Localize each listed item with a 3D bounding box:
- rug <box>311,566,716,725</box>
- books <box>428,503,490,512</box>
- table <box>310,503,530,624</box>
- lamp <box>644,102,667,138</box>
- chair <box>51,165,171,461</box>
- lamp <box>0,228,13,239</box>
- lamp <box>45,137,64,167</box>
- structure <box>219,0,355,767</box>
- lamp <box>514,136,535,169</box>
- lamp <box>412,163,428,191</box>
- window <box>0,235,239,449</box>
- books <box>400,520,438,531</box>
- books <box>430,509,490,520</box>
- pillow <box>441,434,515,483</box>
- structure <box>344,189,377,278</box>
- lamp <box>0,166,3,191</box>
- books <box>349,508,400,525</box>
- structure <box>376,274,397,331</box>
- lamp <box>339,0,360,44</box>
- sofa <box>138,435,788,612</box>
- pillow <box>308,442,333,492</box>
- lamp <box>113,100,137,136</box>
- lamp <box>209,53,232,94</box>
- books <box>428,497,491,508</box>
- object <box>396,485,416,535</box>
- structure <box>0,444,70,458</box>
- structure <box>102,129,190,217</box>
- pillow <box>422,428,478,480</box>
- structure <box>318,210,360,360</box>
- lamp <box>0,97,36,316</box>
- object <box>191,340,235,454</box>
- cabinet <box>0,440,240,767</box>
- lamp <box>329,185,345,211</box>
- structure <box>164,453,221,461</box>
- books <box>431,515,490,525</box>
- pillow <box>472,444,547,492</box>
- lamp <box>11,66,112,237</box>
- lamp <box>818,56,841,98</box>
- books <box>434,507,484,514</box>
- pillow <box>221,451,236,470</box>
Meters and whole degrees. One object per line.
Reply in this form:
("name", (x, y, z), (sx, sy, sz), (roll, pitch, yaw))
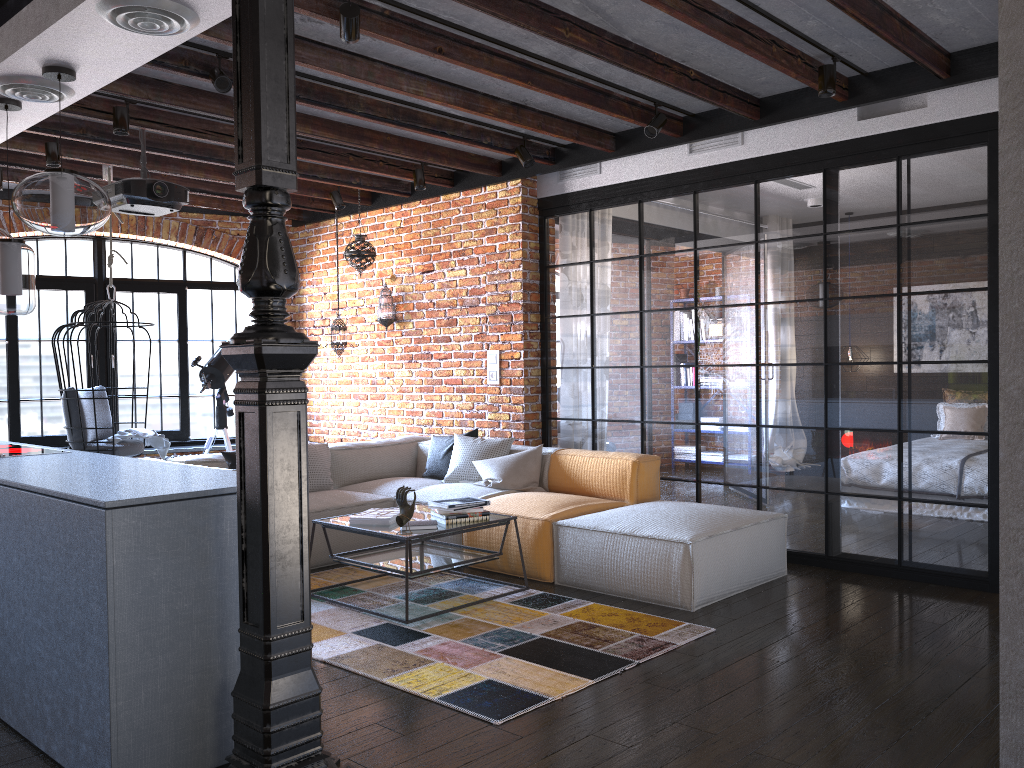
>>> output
("rug", (-0.424, 1.113, 4.260), (2.364, 0.013, 1.431), (0, 1, 43))
("books", (-0.275, 0.631, 4.610), (0.196, 0.014, 0.268), (0, 1, 42))
("table", (-0.506, 0.898, 4.657), (0.848, 0.389, 0.842), (0, 1, 43))
("lamp", (0.829, -1.519, 5.120), (0.082, 0.207, 0.159), (0, 2, 43))
("chair", (-2.970, -0.497, 6.468), (0.682, 2.221, 0.802), (-1, 1, -2))
("lamp", (-2.675, -0.891, 4.386), (0.367, 0.747, 0.367), (-1, 1, 7))
("lamp", (-2.915, -1.484, 5.650), (0.116, 0.188, 0.083), (-1, 1, 6))
("structure", (0.948, -0.126, 6.138), (0.481, 2.394, 8.513), (0, 1, 24))
("lamp", (0.087, -1.518, 5.832), (0.150, 0.210, 0.094), (0, 2, 45))
("lamp", (-0.677, -1.526, 6.531), (0.113, 0.194, 0.085), (-1, 1, 14))
("window", (-3.676, -0.373, 7.939), (3.293, 2.233, 0.177), (-1, 1, -29))
("books", (-0.461, 0.696, 4.385), (0.182, 0.029, 0.129), (-1, 1, -10))
("books", (-0.271, 0.670, 4.609), (0.251, 0.023, 0.209), (-1, 1, -27))
("pillow", (-0.247, 0.531, 6.162), (0.495, 0.354, 0.293), (0, 1, 29))
("structure", (-1.242, -1.258, 7.236), (0.265, 0.779, 0.273), (-1, 1, -7))
("lamp", (-3.691, -1.486, 6.376), (0.082, 0.184, 0.121), (0, 1, 36))
("books", (-0.689, 0.693, 4.649), (0.225, 0.038, 0.308), (-1, 1, 13))
("structure", (-1.056, -0.683, 7.443), (0.169, 0.482, 0.169), (0, 2, 43))
("lamp", (-0.652, -1.482, 3.568), (0.083, 0.190, 0.161), (-1, 1, -11))
("sofa", (-0.433, 0.778, 5.256), (3.300, 0.697, 2.536), (0, 1, 43))
("pillow", (-1.362, 0.539, 5.961), (0.250, 0.402, 0.543), (0, 1, 25))
("lamp", (-2.164, -1.485, 4.947), (0.082, 0.184, 0.119), (0, 2, 39))
("lamp", (-1.387, -1.477, 4.231), (0.092, 0.201, 0.162), (-2, 1, -30))
("books", (-0.275, 0.615, 4.610), (0.268, 0.014, 0.196), (-1, 1, -36))
("object", (-0.508, 0.601, 4.246), (0.099, 0.223, 0.093), (-1, 1, -7))
("structure", (-2.411, 0.319, 4.028), (0.763, 0.057, 0.504), (0, 1, 43))
("structure", (-2.226, -1.444, 5.335), (0.464, 0.816, 0.409), (0, 2, 43))
("pillow", (-0.457, 0.515, 6.433), (0.510, 0.400, 0.263), (0, 1, 37))
("structure", (-1.489, -0.926, 7.575), (0.338, 1.437, 0.389), (0, 2, 44))
("lamp", (-2.257, -0.787, 3.980), (0.195, 0.955, 0.197), (-1, 1, -17))
("object", (-2.496, 0.363, 7.398), (0.570, 1.472, 0.616), (-1, 1, -21))
("cabinet", (-1.962, 0.732, 3.631), (2.960, 0.844, 0.607), (0, 1, 43))
("lamp", (-1.425, -1.520, 7.232), (0.134, 0.208, 0.090), (-1, 1, 11))
("structure", (-2.576, 0.856, 8.012), (1.115, 0.476, 0.106), (-1, 1, -29))
("books", (-0.272, 0.693, 4.608), (0.247, 0.024, 0.209), (-1, 1, -27))
("pillow", (-0.024, 0.562, 5.861), (0.485, 0.314, 0.358), (-1, 1, -4))
("lamp", (-1.823, -0.932, 3.586), (0.364, 0.665, 0.364), (0, 1, 26))
("lamp", (1.583, -1.530, 4.411), (0.114, 0.184, 0.082), (-1, 1, 8))
("books", (-0.281, 0.649, 4.630), (0.239, 0.023, 0.190), (-1, 1, -12))
("pillow", (-1.611, 0.533, 5.732), (0.238, 0.417, 0.538), (0, 1, 33))
